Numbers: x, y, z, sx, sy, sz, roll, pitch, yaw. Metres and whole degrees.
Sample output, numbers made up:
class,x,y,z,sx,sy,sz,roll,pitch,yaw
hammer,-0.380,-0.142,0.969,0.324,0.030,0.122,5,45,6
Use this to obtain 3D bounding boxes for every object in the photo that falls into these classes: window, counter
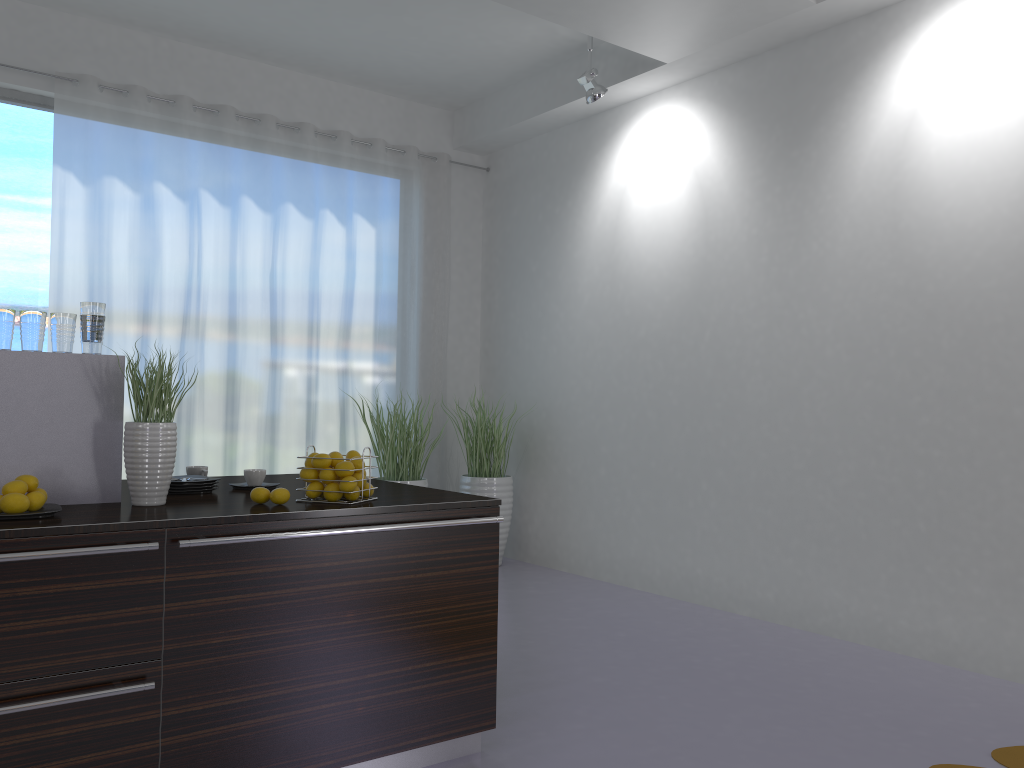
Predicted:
class,x,y,z,sx,sy,sz,roll,pitch,yaw
window,-2.023,-0.469,6.055,3.000,2.500,0.100,2,-2,-37
counter,-1.742,0.549,2.501,3.291,1.300,1.302,2,-2,-37

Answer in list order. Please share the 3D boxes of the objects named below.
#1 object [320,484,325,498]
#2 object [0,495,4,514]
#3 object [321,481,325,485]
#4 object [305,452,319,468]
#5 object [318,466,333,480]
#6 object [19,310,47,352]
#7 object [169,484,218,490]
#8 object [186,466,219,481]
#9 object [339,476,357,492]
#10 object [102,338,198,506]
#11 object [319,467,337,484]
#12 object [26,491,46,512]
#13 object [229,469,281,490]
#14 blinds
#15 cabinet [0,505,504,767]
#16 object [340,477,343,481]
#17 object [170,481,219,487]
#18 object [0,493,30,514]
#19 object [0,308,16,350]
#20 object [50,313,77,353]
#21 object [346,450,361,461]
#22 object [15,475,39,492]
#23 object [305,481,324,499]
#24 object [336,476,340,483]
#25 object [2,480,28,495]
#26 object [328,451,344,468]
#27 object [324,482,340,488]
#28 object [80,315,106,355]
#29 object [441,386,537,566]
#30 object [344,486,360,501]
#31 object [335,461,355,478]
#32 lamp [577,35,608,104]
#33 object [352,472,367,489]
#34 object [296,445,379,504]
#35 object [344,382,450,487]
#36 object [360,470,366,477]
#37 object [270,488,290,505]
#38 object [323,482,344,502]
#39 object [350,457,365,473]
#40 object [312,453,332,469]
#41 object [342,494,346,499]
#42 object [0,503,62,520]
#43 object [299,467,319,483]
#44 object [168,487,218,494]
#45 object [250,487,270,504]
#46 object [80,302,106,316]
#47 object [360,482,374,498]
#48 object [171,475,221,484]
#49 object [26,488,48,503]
class,x,y,z,sx,sy,sz,roll,pitch,yaw
object,-0.626,0.343,2.865,0.061,0.053,0.053,1,-1,5
object,-1.344,0.314,2.309,0.063,0.051,0.053,2,-2,-33
object,-0.615,0.343,2.924,0.053,0.053,0.061,1,-1,8
object,-0.636,0.249,2.843,0.057,0.060,0.052,0,-2,41
object,-0.602,0.288,2.855,0.064,0.053,0.051,2,-2,-34
object,-1.407,-0.153,2.603,0.072,0.119,0.071,1,-1,3
object,-1.133,0.351,3.033,0.232,0.020,0.232,2,-2,-29
object,-1.178,0.343,3.312,0.153,0.069,0.153,1,-1,-4
object,-0.513,0.315,2.775,0.052,0.054,0.061,0,-2,30
object,-1.056,0.109,2.646,0.247,0.502,0.269,1,-1,6
object,-0.581,0.290,2.803,0.052,0.053,0.062,0,-2,25
object,-1.273,0.313,2.358,0.052,0.054,0.061,0,-2,30
object,-0.928,0.345,3.202,0.153,0.069,0.153,0,-2,26
blinds,-1.609,-0.273,6.086,2.830,3.112,0.120,2,-2,-37
cabinet,-1.741,0.772,2.485,3.285,0.852,1.377,2,-2,-37
object,-0.526,0.306,2.843,0.051,0.053,0.062,2,-2,-29
object,-1.133,0.341,3.034,0.232,0.020,0.232,2,-2,-34
object,-1.286,0.310,2.294,0.070,0.058,0.060,2,-2,-38
object,-1.472,-0.155,2.554,0.072,0.119,0.071,1,-1,3
object,-1.343,-0.150,2.652,0.072,0.119,0.071,1,-1,3
object,-0.520,0.247,2.912,0.050,0.060,0.059,2,-2,-37
object,-1.308,0.268,2.389,0.063,0.048,0.053,1,-2,19
object,-0.624,0.335,2.808,0.060,0.057,0.052,2,-2,-35
object,-0.563,0.324,2.924,0.052,0.053,0.062,1,-1,0
object,-1.309,0.277,2.335,0.061,0.047,0.053,2,-2,-34
object,-0.568,0.243,2.853,0.051,0.053,0.063,2,-2,-36
object,-0.572,0.337,2.842,0.057,0.060,0.052,2,-2,-31
object,-1.278,-0.148,2.701,0.072,0.119,0.071,1,-1,3
object,-0.242,0.657,6.475,0.713,1.334,0.656,0,-2,37
object,-0.507,0.345,2.815,0.051,0.053,0.063,2,-2,-29
object,-0.528,0.269,2.798,0.061,0.052,0.053,2,-2,-24
lamp,0.487,-1.937,5.334,0.185,0.511,0.150,2,-2,-37
object,-0.495,0.310,2.843,0.051,0.055,0.061,0,-2,32
object,-0.560,0.287,2.858,0.207,0.174,0.189,1,-1,18
object,-0.749,0.638,6.051,0.713,1.334,0.656,2,-2,-37
object,-0.503,0.296,2.902,0.053,0.054,0.061,1,-1,9
object,-0.707,0.342,2.703,0.063,0.051,0.053,2,-2,-33
object,-0.564,0.342,2.800,0.064,0.063,0.074,1,-1,-17
object,-0.498,0.259,2.849,0.051,0.053,0.063,2,-2,-24
object,-0.601,0.245,2.803,0.063,0.051,0.053,1,-1,10
object,-0.537,0.348,2.890,0.050,0.055,0.061,1,-1,8
object,-1.316,0.338,2.337,0.232,0.020,0.232,2,-2,-29
object,-0.642,0.288,2.814,0.063,0.051,0.053,0,-2,22
object,-1.133,0.361,3.033,0.232,0.020,0.232,2,-2,-29
object,-0.770,0.342,2.717,0.063,0.051,0.053,0,-2,22
object,-1.278,-0.187,2.701,0.072,0.119,0.071,1,-1,3
object,-0.478,0.347,2.897,0.053,0.052,0.062,1,-1,2
object,-1.316,0.263,2.995,0.646,0.147,0.269,1,-1,-12
object,-1.294,0.309,2.411,0.051,0.053,0.063,1,-1,3
